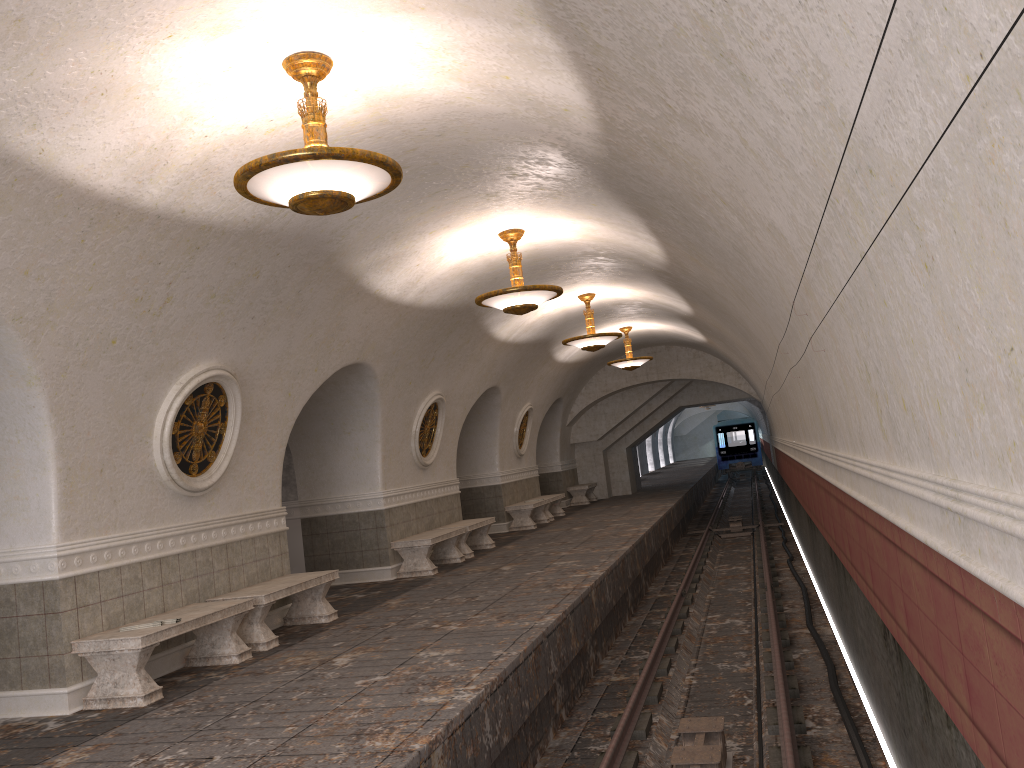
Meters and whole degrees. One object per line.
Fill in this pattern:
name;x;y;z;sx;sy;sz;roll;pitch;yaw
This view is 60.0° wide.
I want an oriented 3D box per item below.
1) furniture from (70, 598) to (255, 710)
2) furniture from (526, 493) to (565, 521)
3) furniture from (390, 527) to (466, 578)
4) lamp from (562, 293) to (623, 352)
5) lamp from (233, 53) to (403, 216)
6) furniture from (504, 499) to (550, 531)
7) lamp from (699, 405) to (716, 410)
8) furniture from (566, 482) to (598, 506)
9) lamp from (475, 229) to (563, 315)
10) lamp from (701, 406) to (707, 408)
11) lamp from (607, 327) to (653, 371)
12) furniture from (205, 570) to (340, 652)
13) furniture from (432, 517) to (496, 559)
furniture;-2.739;2.146;7.158;0.613;0.508;1.509;-8;-5;14
furniture;0.796;2.843;20.339;0.613;0.508;1.509;-8;-5;14
furniture;-1.181;2.453;12.966;0.613;0.508;1.509;-8;-5;14
lamp;1.298;-1.003;14.733;1.008;0.955;1.008;-10;-6;30
lamp;-1.200;-1.496;5.417;1.008;0.955;1.008;-7;-5;-1
furniture;0.361;2.757;18.717;0.613;0.508;1.509;-8;-5;14
lamp;12.052;1.119;54.840;1.008;0.955;1.008;-7;-5;0
furniture;1.991;3.079;24.797;0.613;0.508;1.509;-8;-5;14
lamp;0.050;-1.249;10.076;1.008;0.955;1.008;-10;-6;30
lamp;10.803;0.872;50.181;1.008;0.955;1.008;-7;-5;0
lamp;2.548;-0.757;19.392;1.008;0.955;1.008;-4;-6;-29
furniture;-2.304;2.232;8.780;0.613;0.508;1.509;-8;-5;14
furniture;-0.746;2.539;14.588;0.613;0.508;1.509;-8;-5;14
